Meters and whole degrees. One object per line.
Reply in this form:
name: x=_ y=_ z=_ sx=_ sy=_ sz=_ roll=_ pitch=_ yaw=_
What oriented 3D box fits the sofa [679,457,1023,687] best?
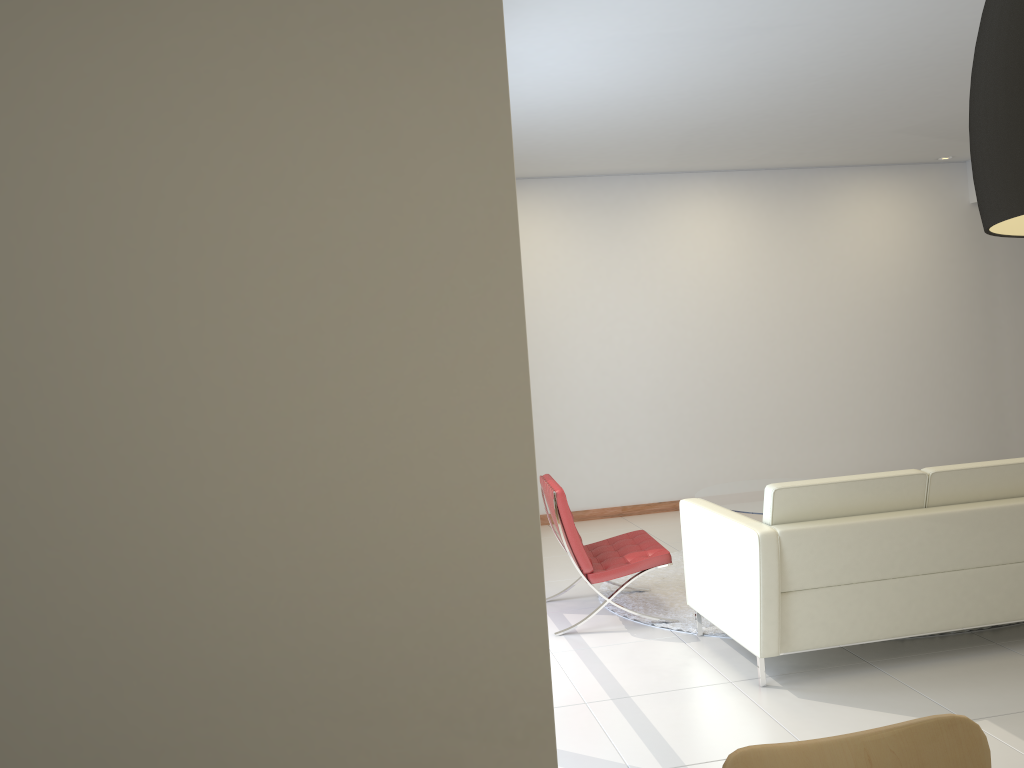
sofa: x=2.276 y=0.817 z=4.600 sx=2.566 sy=0.923 sz=1.000 roll=-4 pitch=1 yaw=-10

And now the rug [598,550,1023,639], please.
rug: x=2.201 y=1.241 z=5.765 sx=3.329 sy=0.004 sz=2.442 roll=-4 pitch=2 yaw=-9

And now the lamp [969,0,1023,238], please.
lamp: x=0.676 y=-0.912 z=0.768 sx=0.594 sy=1.495 sz=0.593 roll=-4 pitch=-1 yaw=-8

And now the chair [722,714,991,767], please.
chair: x=0.660 y=1.077 z=1.370 sx=0.521 sy=0.908 sz=0.515 roll=-4 pitch=0 yaw=-10

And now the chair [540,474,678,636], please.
chair: x=0.535 y=0.972 z=5.350 sx=0.706 sy=0.817 sz=0.699 roll=-4 pitch=0 yaw=-5

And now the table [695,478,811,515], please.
table: x=2.059 y=1.019 z=6.559 sx=1.321 sy=0.404 sz=1.536 roll=-4 pitch=2 yaw=-11
